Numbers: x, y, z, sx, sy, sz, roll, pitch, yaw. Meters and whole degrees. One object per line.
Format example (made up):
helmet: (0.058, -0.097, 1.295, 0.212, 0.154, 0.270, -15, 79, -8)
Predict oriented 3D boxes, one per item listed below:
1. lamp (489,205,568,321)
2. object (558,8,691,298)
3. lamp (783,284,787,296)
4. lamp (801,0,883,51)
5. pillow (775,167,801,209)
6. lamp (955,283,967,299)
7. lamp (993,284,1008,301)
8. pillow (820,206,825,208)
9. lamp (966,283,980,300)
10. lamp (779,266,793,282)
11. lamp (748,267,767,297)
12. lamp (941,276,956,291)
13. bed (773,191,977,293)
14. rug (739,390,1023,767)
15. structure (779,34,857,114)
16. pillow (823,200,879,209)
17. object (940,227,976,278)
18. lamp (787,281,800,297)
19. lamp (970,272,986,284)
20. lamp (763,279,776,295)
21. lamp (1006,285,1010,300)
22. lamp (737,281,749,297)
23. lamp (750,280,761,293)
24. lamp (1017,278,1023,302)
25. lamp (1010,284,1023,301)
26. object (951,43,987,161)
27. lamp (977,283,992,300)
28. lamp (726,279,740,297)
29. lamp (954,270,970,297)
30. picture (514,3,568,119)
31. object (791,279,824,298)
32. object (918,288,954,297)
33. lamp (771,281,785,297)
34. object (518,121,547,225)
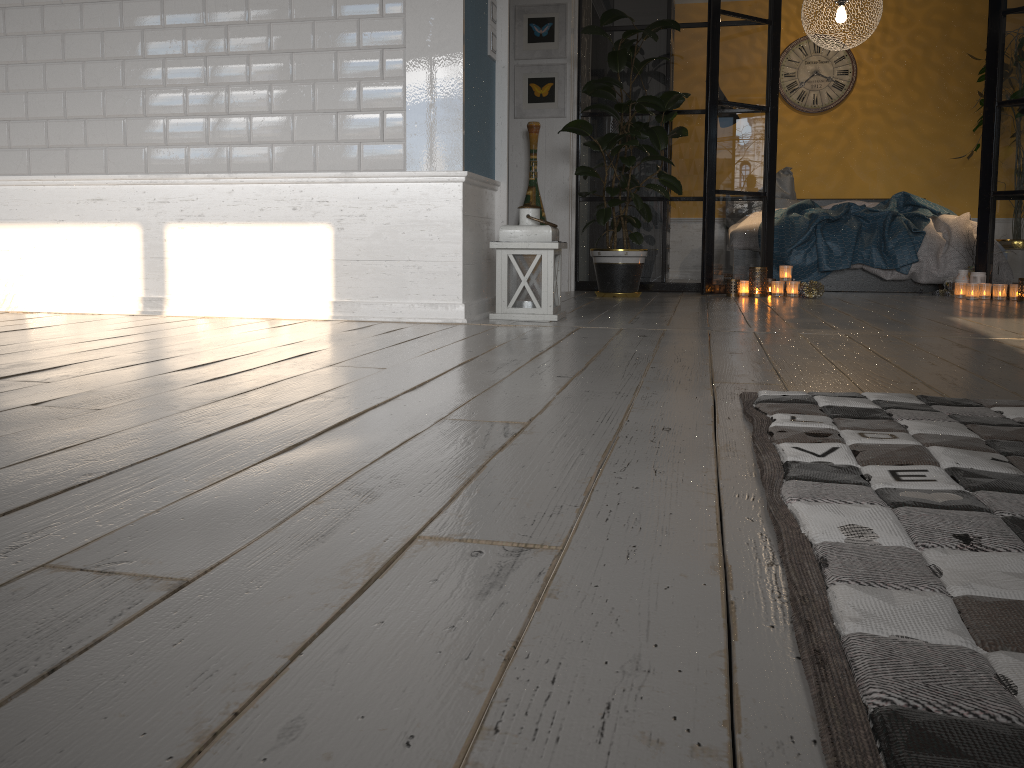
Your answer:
lamp: (0.075, -0.521, 3.769, 0.287, 0.474, 0.288, 2, 6, 11)
object: (2.263, -1.392, 5.252, 3.897, 1.784, 1.018, 2, 6, 12)
lamp: (1.762, -0.603, 5.683, 0.069, 0.080, 0.069, 3, 7, 20)
lamp: (2.648, -3.235, 7.088, 0.618, 1.089, 0.619, -4, 7, -37)
pillow: (2.260, -1.583, 7.695, 0.783, 0.595, 0.502, 3, 7, 18)
lamp: (2.827, -0.587, 5.562, 0.081, 0.098, 0.081, -2, 7, -23)
lamp: (2.973, -0.559, 5.393, 0.081, 0.098, 0.081, -5, 8, -37)
pillow: (3.058, -1.469, 7.950, 0.776, 0.294, 0.531, 2, 8, 12)
lamp: (2.827, -0.566, 5.430, 0.081, 0.098, 0.081, -5, 8, -37)
lamp: (1.725, -0.695, 5.573, 0.081, 0.098, 0.081, -5, 8, -37)
lamp: (1.544, -0.640, 5.555, 0.115, 0.186, 0.115, 2, 6, 11)
lamp: (2.934, -0.651, 5.902, 0.108, 0.130, 0.096, -2, 7, -18)
bed: (2.722, -1.179, 7.186, 1.898, 0.765, 2.340, 2, 9, 12)
rug: (1.521, 0.194, 0.710, 2.527, 0.034, 1.783, 2, 9, 12)
structure: (2.822, -2.884, 8.219, 0.727, 0.720, 0.071, 2, 5, 12)
pillow: (2.945, -1.461, 7.559, 0.594, 0.225, 0.487, -4, 9, -29)
object: (3.100, -0.836, 5.842, 0.279, 0.518, 0.439, -4, 8, -37)
lamp: (1.769, -0.596, 5.570, 0.081, 0.098, 0.081, -5, 8, -37)
lamp: (2.928, -0.618, 5.560, 0.089, 0.165, 0.093, -2, 6, -21)
lamp: (1.697, -0.640, 5.828, 0.081, 0.106, 0.081, 2, 7, 12)
lamp: (3.043, -0.566, 5.464, 0.063, 0.090, 0.063, 0, 6, -6)
lamp: (1.472, -0.606, 5.623, 0.081, 0.098, 0.081, -5, 8, -37)
lamp: (1.554, -0.612, 5.666, 0.081, 0.098, 0.081, -5, 8, -37)
lamp: (3.063, -0.558, 5.252, 0.107, 0.140, 0.108, -2, 7, -24)
lamp: (3.054, -0.552, 5.354, 0.081, 0.098, 0.081, -5, 8, -37)
object: (4.375, -1.943, 7.535, 1.344, 2.190, 1.258, 0, 6, -1)
lamp: (2.912, -0.569, 5.456, 0.081, 0.098, 0.081, -5, 8, -37)
lamp: (1.394, -0.603, 5.576, 0.084, 0.109, 0.085, -1, 7, -12)
lamp: (2.887, -0.641, 5.670, 0.092, 0.178, 0.092, 4, 7, 32)
picture: (-0.009, -2.037, 5.042, 0.359, 0.747, 1.960, 2, 8, 12)
object: (1.883, -0.624, 5.750, 0.192, 0.117, 0.723, 1, 9, 1)
object: (2.841, -0.613, 5.922, 0.087, 0.053, 0.328, -3, 9, -24)
lamp: (1.681, -0.600, 5.596, 0.081, 0.098, 0.081, -5, 8, -37)
object: (0.139, -1.169, 5.878, 0.216, 1.116, 0.217, 1, 5, 6)
